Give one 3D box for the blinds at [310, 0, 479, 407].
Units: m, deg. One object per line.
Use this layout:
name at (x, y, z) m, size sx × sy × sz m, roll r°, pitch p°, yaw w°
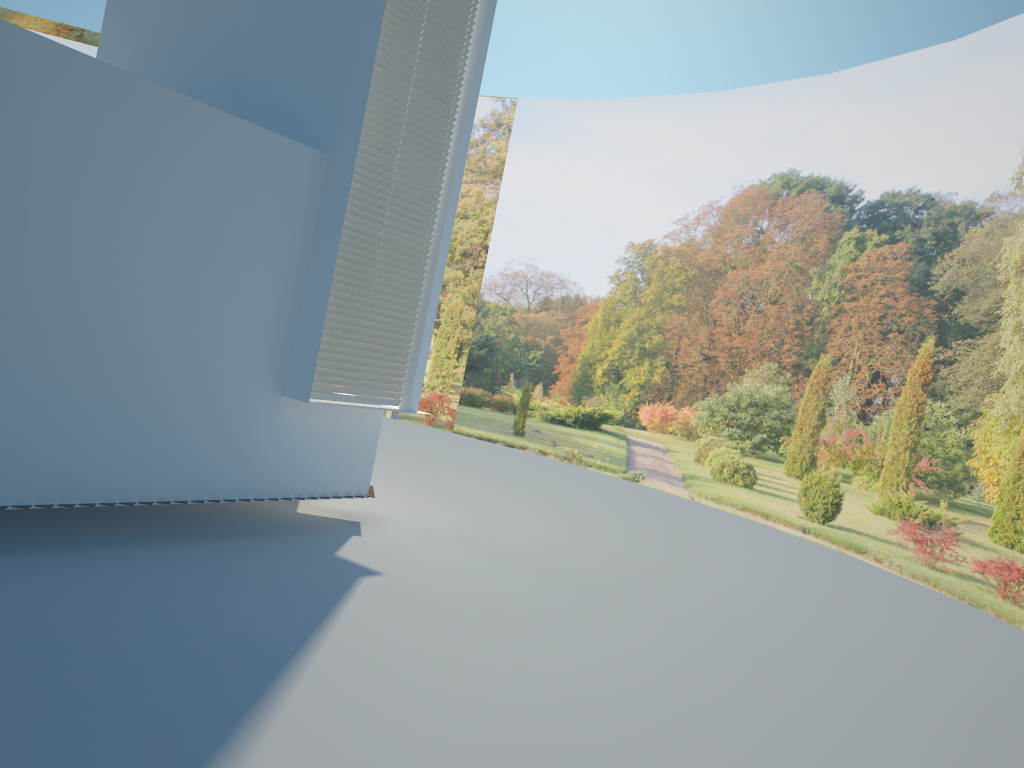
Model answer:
blinds at (-1.880, -2.170, 8.554) m, size 1.218 × 4.265 × 3.924 m, roll 11°, pitch 1°, yaw -37°
